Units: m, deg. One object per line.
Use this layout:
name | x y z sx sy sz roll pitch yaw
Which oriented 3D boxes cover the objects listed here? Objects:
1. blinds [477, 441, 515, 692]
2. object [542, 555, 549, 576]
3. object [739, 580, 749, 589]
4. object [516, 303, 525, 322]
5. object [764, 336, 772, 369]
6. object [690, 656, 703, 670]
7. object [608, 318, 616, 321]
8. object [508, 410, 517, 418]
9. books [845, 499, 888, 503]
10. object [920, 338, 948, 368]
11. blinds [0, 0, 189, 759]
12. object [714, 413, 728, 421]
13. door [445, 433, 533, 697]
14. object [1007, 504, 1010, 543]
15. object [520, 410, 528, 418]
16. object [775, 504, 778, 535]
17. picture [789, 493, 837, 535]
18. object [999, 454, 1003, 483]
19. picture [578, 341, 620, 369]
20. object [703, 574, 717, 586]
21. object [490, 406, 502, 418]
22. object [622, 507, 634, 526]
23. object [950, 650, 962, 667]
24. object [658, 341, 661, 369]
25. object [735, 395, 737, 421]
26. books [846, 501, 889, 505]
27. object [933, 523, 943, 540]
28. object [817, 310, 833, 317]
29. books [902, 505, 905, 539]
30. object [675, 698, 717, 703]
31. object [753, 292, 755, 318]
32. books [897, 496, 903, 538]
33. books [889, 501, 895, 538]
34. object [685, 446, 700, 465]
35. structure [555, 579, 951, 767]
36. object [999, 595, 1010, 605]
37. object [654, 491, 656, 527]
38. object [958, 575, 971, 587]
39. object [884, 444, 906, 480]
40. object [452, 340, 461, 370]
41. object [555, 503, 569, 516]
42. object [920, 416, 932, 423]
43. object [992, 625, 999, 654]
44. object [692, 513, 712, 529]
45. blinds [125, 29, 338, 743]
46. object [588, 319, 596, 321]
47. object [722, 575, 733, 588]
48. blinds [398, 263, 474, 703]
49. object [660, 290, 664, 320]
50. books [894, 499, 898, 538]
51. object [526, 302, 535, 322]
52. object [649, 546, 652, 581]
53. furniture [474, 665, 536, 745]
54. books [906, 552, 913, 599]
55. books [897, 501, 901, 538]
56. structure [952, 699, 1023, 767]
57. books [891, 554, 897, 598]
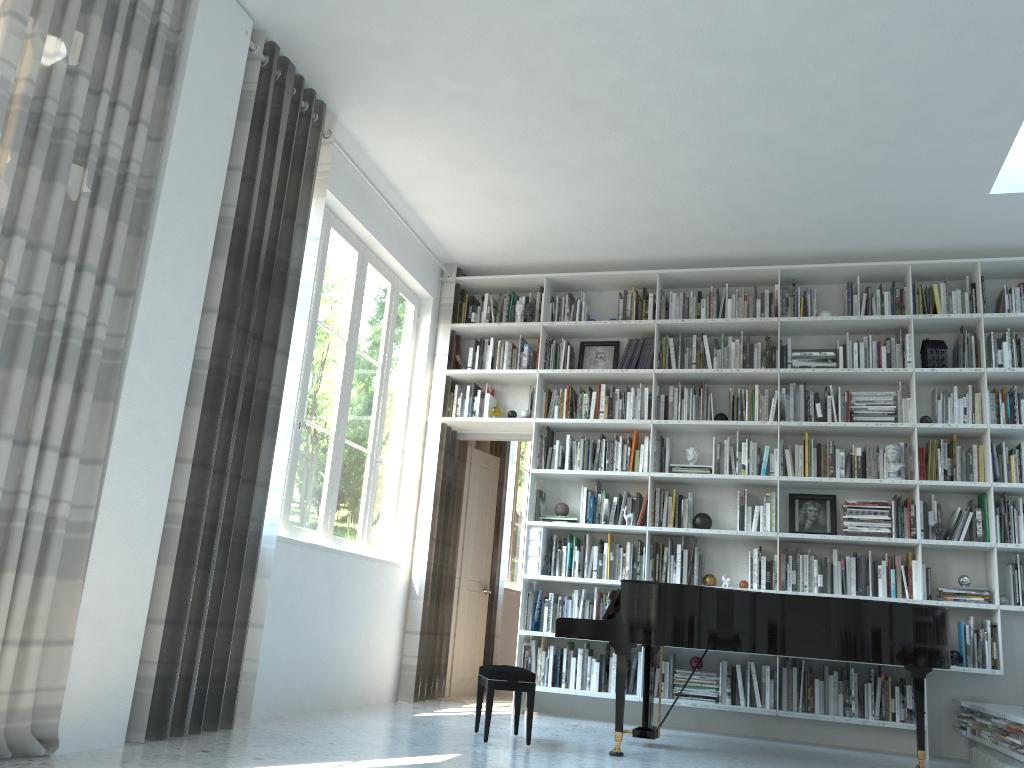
blinds | -0.185 1.045 7.893 0.140 3.221 0.778 0 -15 17
object | 0.232 1.258 6.138 0.045 0.146 0.045 15 -18 -33
object | 1.525 1.322 5.830 0.061 0.062 0.061 11 -16 -23
object | 0.057 -0.522 6.697 0.068 0.197 0.067 13 -17 -29
object | 1.765 -0.205 6.102 0.075 0.254 0.075 6 -15 -4
object | 1.206 1.825 5.797 0.086 0.087 0.086 6 -15 -5
object | 0.750 -0.447 6.591 0.082 0.083 0.083 6 -15 -5
object | 0.003 0.233 6.636 0.071 0.072 0.072 6 -15 -5
books | 2.317 0.777 5.805 0.254 0.012 0.161 -1 -16 20
object | 2.791 -0.183 5.864 0.135 0.247 0.136 3 -15 7
blinds | -1.628 -0.440 2.992 0.183 3.251 1.029 0 -15 16
object | 1.455 0.250 6.173 0.097 0.098 0.097 11 -16 -23
door | -0.115 1.441 6.939 0.834 1.975 0.789 0 -15 17
object | 3.097 0.893 5.561 0.007 0.265 0.135 0 -15 17
object | 0.099 0.227 6.587 0.071 0.072 0.072 6 -15 -5
object | 1.775 0.917 5.952 0.017 0.215 0.104 0 -15 17
picture | 2.009 0.882 5.925 0.300 0.299 0.078 0 -15 17
object | 3.093 0.563 5.639 0.013 0.207 0.140 0 -16 17
picture | 0.647 -0.183 6.635 0.300 0.299 0.078 0 -15 17
object | 1.323 1.319 5.937 0.091 0.091 0.091 6 -15 -5
object | -0.121 0.212 6.626 0.087 0.087 0.087 11 -16 -23
object | 0.790 0.904 6.053 0.081 0.139 0.044 4 -15 1
object | 2.655 1.649 5.331 0.094 0.094 0.094 11 -16 -23
object | 1.078 -0.166 6.452 0.012 0.253 0.161 0 -16 17
object | 1.570 0.202 6.208 0.010 0.225 0.143 0 -15 17
books | 2.317 0.789 5.804 0.254 0.012 0.161 1 -16 14
object | 2.643 0.917 5.495 0.054 0.113 0.079 1 -15 15
object | 2.174 -0.459 6.160 0.105 0.105 0.105 6 -15 -5
books | 2.516 0.907 5.723 0.013 0.232 0.134 0 -15 17
object | 1.200 2.058 5.770 0.254 0.007 0.161 -1 -16 19
object | 1.734 -0.515 6.356 0.010 0.246 0.157 0 -16 17
books | 2.505 0.878 5.727 0.011 0.287 0.152 0 -15 17
books | 2.457 0.893 5.729 0.012 0.253 0.161 0 -16 17
object | 1.261 0.505 6.201 0.095 0.156 0.121 -4 -17 30
structure | 1.302 1.533 4.679 1.918 0.830 1.338 0 -16 17
object | 3.004 1.327 5.421 0.071 0.072 0.071 11 -16 -23
object | 1.005 0.889 6.184 0.012 0.269 0.131 0 -15 17
object | 2.775 1.208 5.438 0.071 0.072 0.071 11 -16 -23
object | 2.449 0.509 5.697 0.137 0.243 0.138 9 -16 -17
object | -0.436 -0.192 6.892 0.035 0.294 0.177 0 -15 17
object | 0.357 0.901 6.333 0.105 0.106 0.105 6 -15 -5
object | 2.679 0.241 5.744 0.071 0.072 0.071 11 -16 -23
object | 2.900 1.579 5.315 0.011 0.259 0.142 0 -15 17
object | 1.297 0.944 6.041 0.134 0.135 0.134 11 -16 -23
blinds | -1.270 -0.053 4.220 0.140 3.221 0.778 0 -15 17
object | 0.599 -0.447 6.636 0.082 0.083 0.083 6 -15 -5
object | 1.420 1.301 5.842 0.060 0.094 0.078 -5 -18 33
blinds | -0.507 0.719 6.803 0.140 3.221 0.778 0 -15 17
object | 1.109 -0.534 6.550 0.012 0.284 0.160 0 -15 17
books | 2.468 0.889 5.724 0.011 0.260 0.185 0 -16 17
object | 0.135 -0.522 6.674 0.068 0.197 0.067 13 -17 -29
object | 0.961 1.245 6.081 0.012 0.253 0.161 0 -16 17
furniture | -0.040 1.613 4.502 0.240 0.352 0.468 7 -15 -8
books | 2.520 1.225 5.625 0.011 0.299 0.149 0 -15 17
books | 2.492 0.894 5.727 0.013 0.255 0.163 0 -16 17
structure | 3.566 1.541 3.675 2.899 0.657 3.122 0 -16 17
books | 2.435 1.235 5.657 0.010 0.283 0.132 0 -15 17
